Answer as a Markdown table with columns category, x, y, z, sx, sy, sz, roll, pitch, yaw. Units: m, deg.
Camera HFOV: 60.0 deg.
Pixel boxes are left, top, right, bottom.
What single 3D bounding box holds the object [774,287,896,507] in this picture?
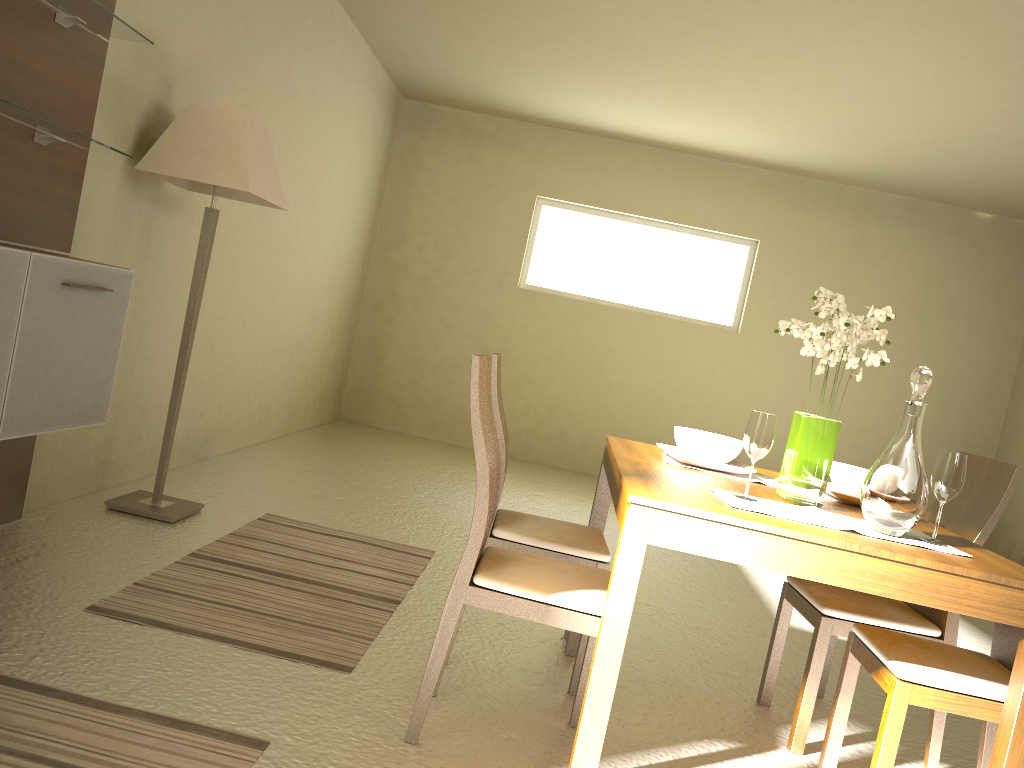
| category | x | y | z | sx | sy | sz | roll | pitch | yaw |
| --- | --- | --- | --- | --- | --- | --- | --- | --- | --- |
| object | 0.883 | 0.040 | 2.541 | 0.304 | 0.608 | 0.302 | 12 | 3 | 7 |

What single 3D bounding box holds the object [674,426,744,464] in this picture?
| category | x | y | z | sx | sy | sz | roll | pitch | yaw |
| --- | --- | --- | --- | --- | --- | --- | --- | --- | --- |
| object | 0.641 | 0.215 | 2.929 | 0.233 | 0.101 | 0.233 | 12 | 3 | -8 |

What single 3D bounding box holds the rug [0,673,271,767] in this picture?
| category | x | y | z | sx | sy | sz | roll | pitch | yaw |
| --- | --- | --- | --- | --- | --- | --- | --- | --- | --- |
| rug | -1.062 | 0.806 | 1.382 | 0.842 | 0.007 | 1.613 | 12 | 3 | 4 |

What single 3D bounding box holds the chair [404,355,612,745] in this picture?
| category | x | y | z | sx | sy | sz | roll | pitch | yaw |
| --- | --- | --- | --- | --- | --- | --- | --- | --- | --- |
| chair | 0.055 | 0.469 | 2.426 | 0.507 | 1.017 | 0.404 | 12 | 3 | 4 |

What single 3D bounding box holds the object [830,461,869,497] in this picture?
| category | x | y | z | sx | sy | sz | roll | pitch | yaw |
| --- | --- | --- | --- | --- | --- | --- | --- | --- | --- |
| object | 1.113 | 0.323 | 2.809 | 0.232 | 0.107 | 0.233 | 13 | 3 | 15 |

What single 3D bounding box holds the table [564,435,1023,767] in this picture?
| category | x | y | z | sx | sy | sz | roll | pitch | yaw |
| --- | --- | --- | --- | --- | --- | --- | --- | --- | --- |
| table | 0.720 | 0.712 | 2.692 | 1.000 | 0.790 | 1.411 | 12 | 3 | 3 |

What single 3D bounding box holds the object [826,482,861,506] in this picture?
| category | x | y | z | sx | sy | sz | roll | pitch | yaw |
| --- | --- | --- | --- | --- | --- | --- | --- | --- | --- |
| object | 1.102 | 0.362 | 2.812 | 0.283 | 0.041 | 0.283 | 12 | 3 | 3 |

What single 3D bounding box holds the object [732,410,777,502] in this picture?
| category | x | y | z | sx | sy | sz | roll | pitch | yaw |
| --- | --- | --- | --- | --- | --- | --- | --- | --- | --- |
| object | 0.637 | 0.188 | 2.324 | 0.075 | 0.232 | 0.075 | 10 | 4 | -38 |

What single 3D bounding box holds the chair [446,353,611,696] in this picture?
| category | x | y | z | sx | sy | sz | roll | pitch | yaw |
| --- | --- | --- | --- | --- | --- | --- | --- | --- | --- |
| chair | 0.083 | 0.445 | 3.015 | 0.507 | 1.017 | 0.404 | 12 | 3 | 1 |

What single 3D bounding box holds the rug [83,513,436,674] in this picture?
| category | x | y | z | sx | sy | sz | roll | pitch | yaw |
| --- | --- | --- | --- | --- | --- | --- | --- | --- | --- |
| rug | -0.835 | 0.745 | 3.469 | 0.843 | 0.010 | 1.613 | 12 | 3 | 4 |

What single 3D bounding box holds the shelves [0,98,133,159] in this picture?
| category | x | y | z | sx | sy | sz | roll | pitch | yaw |
| --- | --- | --- | --- | --- | --- | --- | --- | --- | --- |
| shelves | -1.570 | -0.792 | 1.961 | 0.255 | 0.008 | 2.463 | 12 | 3 | 3 |

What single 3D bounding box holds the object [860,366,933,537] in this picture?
| category | x | y | z | sx | sy | sz | roll | pitch | yaw |
| --- | --- | --- | --- | --- | --- | --- | --- | --- | --- |
| object | 0.982 | 0.164 | 2.217 | 0.156 | 0.426 | 0.156 | 9 | 4 | -45 |

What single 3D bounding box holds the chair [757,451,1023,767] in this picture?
| category | x | y | z | sx | sy | sz | roll | pitch | yaw |
| --- | --- | --- | --- | --- | --- | --- | --- | --- | --- |
| chair | 1.217 | 0.689 | 2.921 | 0.507 | 1.017 | 0.404 | 12 | 3 | 0 |

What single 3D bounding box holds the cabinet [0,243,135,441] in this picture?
| category | x | y | z | sx | sy | sz | roll | pitch | yaw |
| --- | --- | --- | --- | --- | --- | --- | --- | --- | --- |
| cabinet | -1.653 | -0.117 | 1.993 | 0.372 | 0.570 | 2.463 | 12 | 3 | 3 |

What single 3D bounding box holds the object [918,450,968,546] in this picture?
| category | x | y | z | sx | sy | sz | roll | pitch | yaw |
| --- | --- | --- | --- | --- | --- | --- | --- | --- | --- |
| object | 1.081 | 0.284 | 2.223 | 0.075 | 0.232 | 0.075 | 10 | 4 | -38 |

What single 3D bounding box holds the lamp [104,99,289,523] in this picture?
| category | x | y | z | sx | sy | sz | roll | pitch | yaw |
| --- | --- | --- | --- | --- | --- | --- | --- | --- | --- |
| lamp | -1.408 | -0.311 | 3.910 | 0.499 | 1.782 | 0.499 | 12 | 3 | 3 |

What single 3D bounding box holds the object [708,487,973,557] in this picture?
| category | x | y | z | sx | sy | sz | roll | pitch | yaw |
| --- | --- | --- | --- | --- | --- | --- | --- | --- | --- |
| object | 0.821 | 0.346 | 2.272 | 0.589 | 0.010 | 0.287 | 12 | 3 | 0 |

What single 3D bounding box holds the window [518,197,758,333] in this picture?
| category | x | y | z | sx | sy | sz | roll | pitch | yaw |
| --- | --- | --- | --- | --- | --- | --- | --- | --- | --- |
| window | 1.136 | -1.079 | 8.095 | 2.025 | 0.848 | 0.100 | 12 | 3 | 3 |

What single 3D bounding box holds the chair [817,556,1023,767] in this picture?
| category | x | y | z | sx | sy | sz | roll | pitch | yaw |
| --- | --- | --- | --- | --- | --- | --- | --- | --- | --- |
| chair | 1.240 | 0.721 | 2.395 | 0.507 | 1.017 | 0.404 | 12 | 3 | 4 |

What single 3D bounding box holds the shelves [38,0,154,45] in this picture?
| category | x | y | z | sx | sy | sz | roll | pitch | yaw |
| --- | --- | --- | --- | --- | --- | --- | --- | --- | --- |
| shelves | -1.486 | -1.191 | 1.940 | 0.255 | 0.008 | 2.463 | 12 | 3 | 3 |

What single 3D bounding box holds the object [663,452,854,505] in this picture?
| category | x | y | z | sx | sy | sz | roll | pitch | yaw |
| --- | --- | --- | --- | --- | --- | --- | --- | --- | --- |
| object | 0.796 | 0.306 | 2.933 | 0.589 | 0.010 | 0.287 | 12 | 3 | 7 |

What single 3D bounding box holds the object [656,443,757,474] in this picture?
| category | x | y | z | sx | sy | sz | roll | pitch | yaw |
| --- | --- | --- | --- | --- | --- | --- | --- | --- | --- |
| object | 0.633 | 0.255 | 2.931 | 0.283 | 0.033 | 0.283 | 12 | 3 | -2 |
